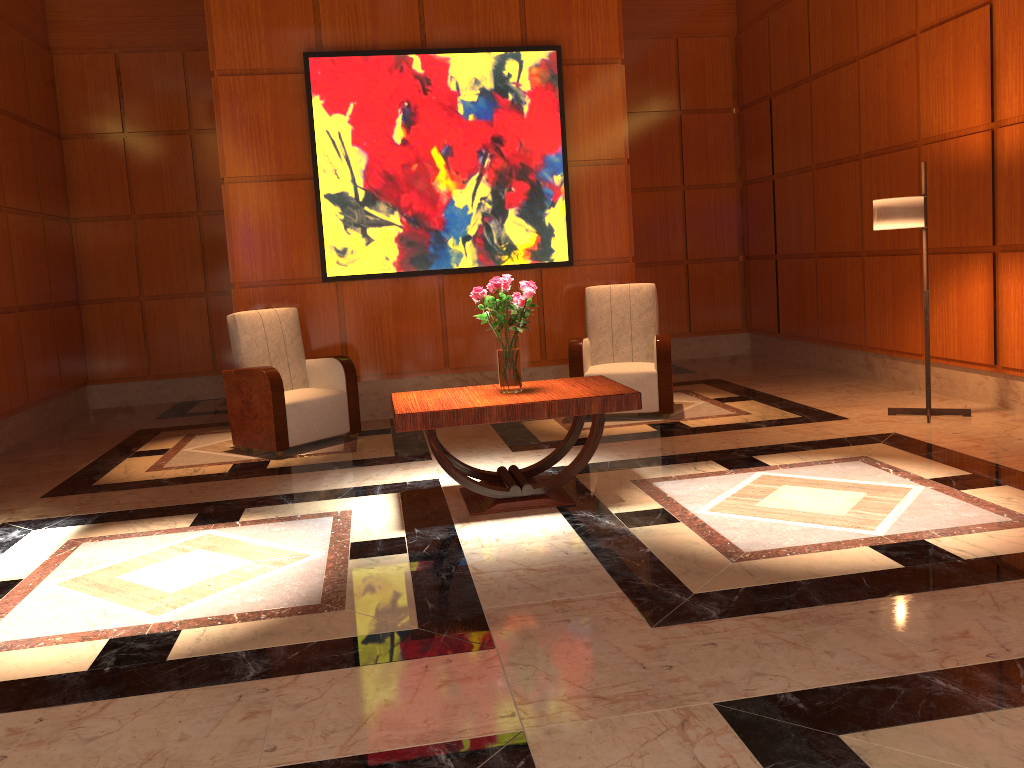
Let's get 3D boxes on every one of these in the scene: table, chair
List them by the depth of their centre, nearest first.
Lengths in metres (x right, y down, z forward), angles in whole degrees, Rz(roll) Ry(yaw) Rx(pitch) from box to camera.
[{"bbox_3d":[-0.001,0.309,4.494,1.168,0.532,0.727,-5,7,-9],"label":"table"},{"bbox_3d":[-1.578,-0.054,6.278,0.629,0.957,0.740,2,8,40],"label":"chair"},{"bbox_3d":[0.820,-0.261,6.651,0.737,0.957,0.631,-3,6,10],"label":"chair"}]

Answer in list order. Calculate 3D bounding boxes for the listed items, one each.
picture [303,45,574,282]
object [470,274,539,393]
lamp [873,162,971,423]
[{"bbox_3d":[-0.545,-1.735,6.954,1.997,1.730,0.057,-5,6,-9],"label":"picture"},{"bbox_3d":[-0.027,-0.256,4.471,0.350,0.593,0.328,-3,6,11],"label":"object"},{"bbox_3d":[2.625,-0.600,5.754,0.527,1.654,0.361,-6,6,-19],"label":"lamp"}]
